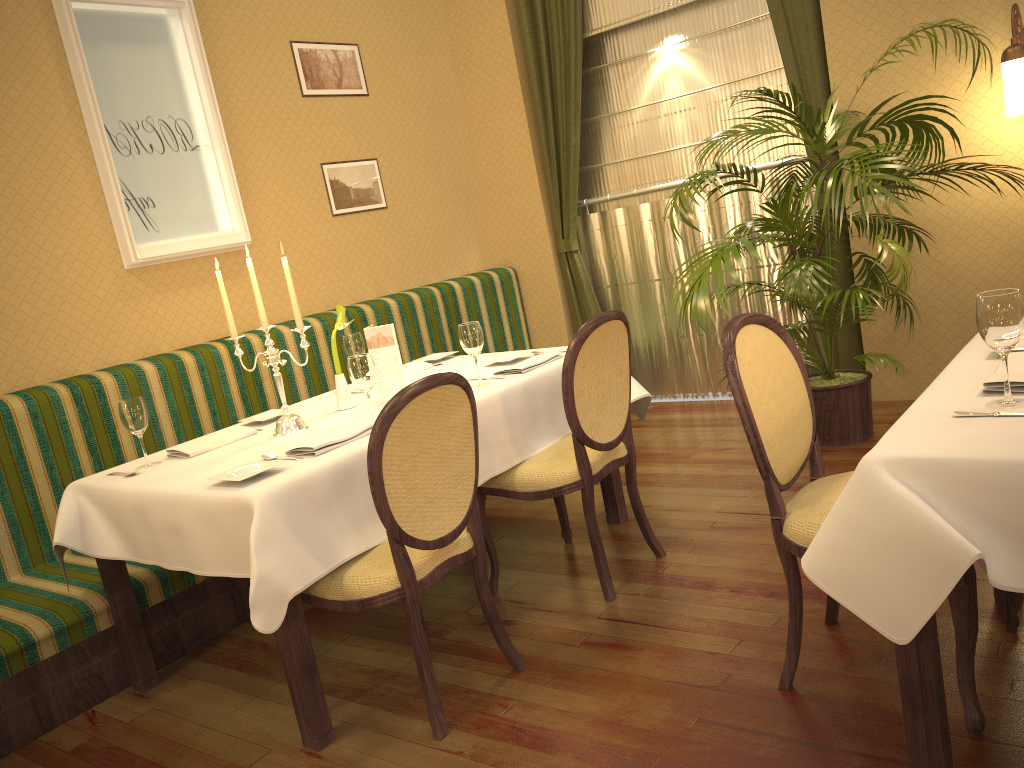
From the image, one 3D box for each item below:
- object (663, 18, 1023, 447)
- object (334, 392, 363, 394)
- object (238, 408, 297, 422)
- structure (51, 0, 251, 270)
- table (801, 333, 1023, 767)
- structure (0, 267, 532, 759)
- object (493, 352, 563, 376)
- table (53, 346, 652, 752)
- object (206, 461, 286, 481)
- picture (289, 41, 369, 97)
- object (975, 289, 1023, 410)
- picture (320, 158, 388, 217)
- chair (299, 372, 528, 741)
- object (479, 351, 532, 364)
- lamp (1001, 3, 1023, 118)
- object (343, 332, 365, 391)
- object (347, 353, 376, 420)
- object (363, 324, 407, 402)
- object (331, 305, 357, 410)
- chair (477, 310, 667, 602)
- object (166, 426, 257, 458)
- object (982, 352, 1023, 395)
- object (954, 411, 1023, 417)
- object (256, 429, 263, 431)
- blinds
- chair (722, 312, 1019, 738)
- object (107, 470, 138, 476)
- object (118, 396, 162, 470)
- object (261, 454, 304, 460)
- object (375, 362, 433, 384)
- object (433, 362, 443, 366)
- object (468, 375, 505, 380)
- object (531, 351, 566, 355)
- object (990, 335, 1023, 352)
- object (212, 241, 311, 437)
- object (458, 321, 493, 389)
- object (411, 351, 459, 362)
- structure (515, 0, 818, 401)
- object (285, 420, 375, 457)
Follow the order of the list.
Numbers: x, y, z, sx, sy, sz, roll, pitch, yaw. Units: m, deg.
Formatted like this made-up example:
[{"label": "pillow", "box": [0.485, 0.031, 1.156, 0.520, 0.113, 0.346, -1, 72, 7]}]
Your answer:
[{"label": "object", "box": [1.485, -0.614, 4.051, 1.496, 1.807, 1.552, -8, 11, 20]}, {"label": "object", "box": [-0.656, 0.033, 3.597, 0.185, 0.010, 0.017, -3, 13, 40]}, {"label": "object", "box": [-0.918, 0.127, 3.336, 0.160, 0.024, 0.160, -3, 13, 39]}, {"label": "structure", "box": [-1.838, -2.039, 3.979, 0.200, 2.985, 0.670, -3, 13, 39]}, {"label": "table", "box": [1.464, 0.333, 1.804, 1.389, 0.759, 1.395, -3, 13, 40]}, {"label": "structure", "box": [-4.013, 1.558, 0.340, 0.850, 1.031, 14.516, -3, 13, 39]}, {"label": "object", "box": [0.063, -0.078, 3.396, 0.142, 0.024, 0.273, -3, 13, 39]}, {"label": "table", "box": [-0.424, 0.434, 3.312, 1.385, 0.759, 2.152, -3, 13, 39]}, {"label": "object", "box": [-0.735, 0.250, 2.463, 0.160, 0.024, 0.160, -3, 13, 39]}, {"label": "picture", "box": [-1.013, -1.762, 4.967, 0.008, 0.294, 0.504, -3, 13, 39]}, {"label": "object", "box": [0.977, -0.070, 1.763, 0.088, 0.229, 0.088, -12, 10, -3]}, {"label": "picture", "box": [-0.896, -1.129, 5.071, 0.008, 0.294, 0.437, -3, 13, 39]}, {"label": "chair", "box": [-0.344, 0.455, 2.567, 0.571, 0.955, 0.530, -3, 13, 39]}, {"label": "object", "box": [-0.022, -0.098, 3.593, 0.160, 0.024, 0.160, -3, 13, 39]}, {"label": "lamp", "box": [2.186, -1.380, 3.851, 0.114, 0.513, 0.323, -6, 12, 28]}, {"label": "object", "box": [-0.634, -0.093, 3.647, 0.088, 0.229, 0.088, -12, 10, -3]}, {"label": "object", "box": [-0.466, 0.020, 2.845, 0.088, 0.229, 0.088, -12, 10, -3]}, {"label": "object", "box": [-0.481, -0.077, 3.265, 0.081, 0.277, 0.166, -18, 12, -34]}, {"label": "object", "box": [-0.627, -0.102, 3.275, 0.076, 0.375, 0.163, -6, 11, 26]}, {"label": "chair", "box": [0.181, 0.237, 3.188, 0.571, 0.955, 0.530, -3, 13, 39]}, {"label": "object", "box": [-1.031, 0.199, 3.051, 0.142, 0.033, 0.273, -3, 13, 39]}, {"label": "object", "box": [1.127, -0.026, 1.930, 0.142, 0.033, 0.273, -3, 13, 39]}, {"label": "object", "box": [0.955, 0.057, 1.713, 0.185, 0.010, 0.017, -3, 13, 40]}, {"label": "object", "box": [-0.956, 0.163, 3.213, 0.185, 0.010, 0.017, -3, 13, 40]}, {"label": "blinds", "box": [0.797, -2.072, 4.987, 1.934, 4.537, 0.225, -3, 13, 38]}, {"label": "chair", "box": [0.899, 0.269, 2.230, 0.571, 0.955, 0.530, -3, 13, 39]}, {"label": "object", "box": [-1.256, 0.286, 2.857, 0.181, 0.015, 0.038, -3, 13, 40]}, {"label": "object", "box": [-1.220, 0.160, 2.902, 0.088, 0.229, 0.088, -12, 10, -3]}, {"label": "object", "box": [-0.680, 0.216, 2.613, 0.181, 0.015, 0.038, -3, 13, 40]}, {"label": "object", "box": [-0.484, -0.050, 3.814, 0.142, 0.033, 0.273, -3, 13, 39]}, {"label": "object", "box": [-0.372, -0.087, 3.933, 0.181, 0.015, 0.038, -3, 13, 40]}, {"label": "object", "box": [-0.101, -0.022, 3.294, 0.185, 0.010, 0.017, -3, 13, 39]}, {"label": "object", "box": [0.151, -0.129, 3.596, 0.181, 0.015, 0.038, -3, 13, 40]}, {"label": "object", "box": [1.264, -0.092, 2.155, 0.160, 0.024, 0.160, -3, 13, 39]}, {"label": "object", "box": [-0.817, -0.150, 2.973, 0.390, 0.655, 0.131, -1, 14, 44]}, {"label": "object", "box": [-0.133, -0.104, 3.162, 0.088, 0.229, 0.088, -12, 10, -3]}, {"label": "object", "box": [-0.347, -0.115, 4.039, 0.160, 0.024, 0.160, -3, 13, 39]}, {"label": "structure", "box": [0.865, -2.089, 5.077, 1.942, 4.511, 0.123, -3, 13, 39]}, {"label": "object", "box": [-0.542, 0.165, 2.704, 0.142, 0.033, 0.273, -3, 13, 39]}]
